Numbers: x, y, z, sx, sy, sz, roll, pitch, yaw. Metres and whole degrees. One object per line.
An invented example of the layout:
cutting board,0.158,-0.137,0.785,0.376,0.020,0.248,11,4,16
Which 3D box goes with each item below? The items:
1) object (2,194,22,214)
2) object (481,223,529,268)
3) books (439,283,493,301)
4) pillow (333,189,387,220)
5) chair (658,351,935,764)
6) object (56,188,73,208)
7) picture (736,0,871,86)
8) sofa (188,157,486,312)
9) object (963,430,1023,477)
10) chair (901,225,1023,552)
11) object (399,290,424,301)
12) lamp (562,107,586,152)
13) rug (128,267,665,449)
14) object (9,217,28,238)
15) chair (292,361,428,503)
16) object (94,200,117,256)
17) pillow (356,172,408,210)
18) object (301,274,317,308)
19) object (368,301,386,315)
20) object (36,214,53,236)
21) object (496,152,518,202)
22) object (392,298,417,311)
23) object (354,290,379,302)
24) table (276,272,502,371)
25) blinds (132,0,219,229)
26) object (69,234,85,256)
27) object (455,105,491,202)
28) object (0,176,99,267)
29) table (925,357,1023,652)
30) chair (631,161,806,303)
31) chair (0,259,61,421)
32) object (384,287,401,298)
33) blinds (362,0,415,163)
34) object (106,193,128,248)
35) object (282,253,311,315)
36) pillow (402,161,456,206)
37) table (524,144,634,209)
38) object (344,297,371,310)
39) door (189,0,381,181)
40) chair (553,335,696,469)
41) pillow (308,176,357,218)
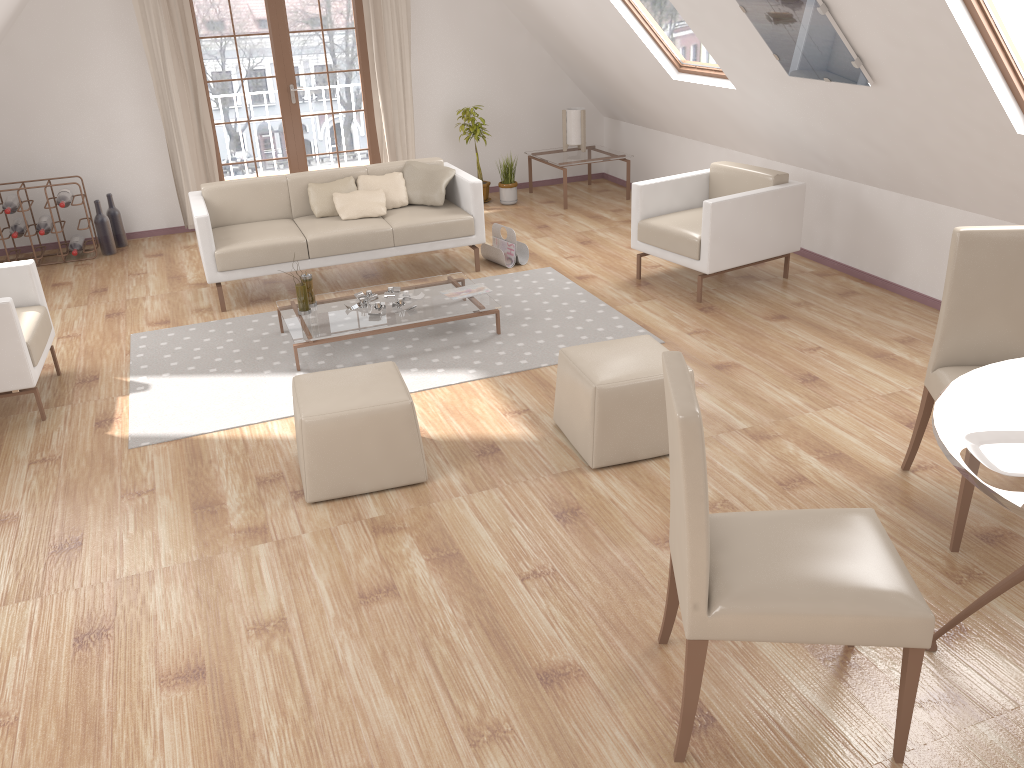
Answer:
object,-3.837,-1.364,6.790,0.109,0.109,0.435,-11,26,-18
object,-0.056,-1.015,6.420,0.212,0.267,0.315,-18,29,-30
books,-0.271,-0.551,5.292,0.280,0.005,0.192,-15,27,-25
pillow,-1.044,-1.240,6.137,0.363,0.170,0.227,-9,25,-13
chair,0.705,0.434,2.311,0.618,0.999,0.477,-1,25,4
object,-3.488,-1.434,6.906,0.109,0.109,0.435,-11,26,-18
picture,1.350,-1.886,4.470,0.683,0.738,0.650,-11,26,-18
sofa,-1.204,-1.093,6.188,1.880,0.706,0.820,-11,26,-18
object,1.226,0.174,2.143,0.228,0.020,0.228,-2,25,2
chair,1.769,0.010,3.122,0.477,0.999,0.618,0,25,7
object,-0.591,-0.525,5.214,0.143,0.052,0.064,-11,26,-18
lamp,0.580,-2.347,8.187,0.221,0.375,0.180,3,25,12
rug,-0.741,-0.267,5.179,2.800,0.007,1.600,-11,26,-18
object,-3.826,-1.196,6.865,0.109,0.109,0.435,-11,26,-18
chair,-0.660,0.174,3.737,0.506,0.394,0.506,-9,25,-14
object,-3.258,-1.246,7.069,0.115,0.443,0.120,-14,27,-23
pillow,-0.922,-1.368,6.302,0.351,0.225,0.196,-9,25,-14
object,-1.181,-0.543,5.150,0.075,0.185,0.075,2,25,11
object,-0.766,-0.428,5.020,0.064,0.052,0.143,1,25,9
object,-3.653,-1.227,6.925,0.109,0.109,0.435,-11,26,-18
object,-0.031,-1.874,8.026,0.209,0.480,0.234,14,30,32
object,-0.616,-0.457,5.070,0.143,0.051,0.064,16,31,36
object,-0.866,-0.532,5.258,0.143,0.052,0.064,16,31,36
table,-0.733,-0.383,5.210,1.173,0.190,0.730,-11,26,-18
blinds,-2.708,-2.328,7.210,0.423,2.130,0.120,-13,26,-20
object,-3.470,-1.093,7.061,0.109,0.109,0.435,-11,26,-18
object,-0.344,-2.091,8.089,0.311,0.846,0.307,-15,27,-25
object,-3.754,-1.251,6.921,0.854,0.608,0.417,-11,26,-18
table,1.698,0.507,2.316,1.198,0.770,1.198,-2,25,1
chair,1.312,-1.020,5.761,0.820,0.706,0.748,-16,28,-27
chair,-2.778,-0.198,4.406,0.820,0.706,0.748,-10,26,-16
object,-0.716,-0.562,5.308,0.064,0.052,0.143,1,25,9
blinds,-1.019,-2.655,7.735,0.424,2.129,0.123,-14,27,-23
object,-3.255,-1.340,7.274,0.115,0.443,0.120,-14,27,-23
object,-1.202,-0.568,4.998,0.123,0.359,0.184,7,26,20
pillow,-0.614,-1.442,6.348,0.424,0.276,0.269,11,28,27
table,0.610,-1.928,8.192,0.730,0.390,0.773,-12,26,-20
object,-0.891,-0.465,5.114,0.143,0.052,0.064,-11,26,-18
door,-1.911,-2.444,7.604,1.546,2.001,0.098,-11,26,-18
chair,0.490,0.050,3.886,0.506,0.394,0.506,-10,26,-14
pillow,-1.241,-1.307,6.200,0.351,0.235,0.185,-10,26,-15
